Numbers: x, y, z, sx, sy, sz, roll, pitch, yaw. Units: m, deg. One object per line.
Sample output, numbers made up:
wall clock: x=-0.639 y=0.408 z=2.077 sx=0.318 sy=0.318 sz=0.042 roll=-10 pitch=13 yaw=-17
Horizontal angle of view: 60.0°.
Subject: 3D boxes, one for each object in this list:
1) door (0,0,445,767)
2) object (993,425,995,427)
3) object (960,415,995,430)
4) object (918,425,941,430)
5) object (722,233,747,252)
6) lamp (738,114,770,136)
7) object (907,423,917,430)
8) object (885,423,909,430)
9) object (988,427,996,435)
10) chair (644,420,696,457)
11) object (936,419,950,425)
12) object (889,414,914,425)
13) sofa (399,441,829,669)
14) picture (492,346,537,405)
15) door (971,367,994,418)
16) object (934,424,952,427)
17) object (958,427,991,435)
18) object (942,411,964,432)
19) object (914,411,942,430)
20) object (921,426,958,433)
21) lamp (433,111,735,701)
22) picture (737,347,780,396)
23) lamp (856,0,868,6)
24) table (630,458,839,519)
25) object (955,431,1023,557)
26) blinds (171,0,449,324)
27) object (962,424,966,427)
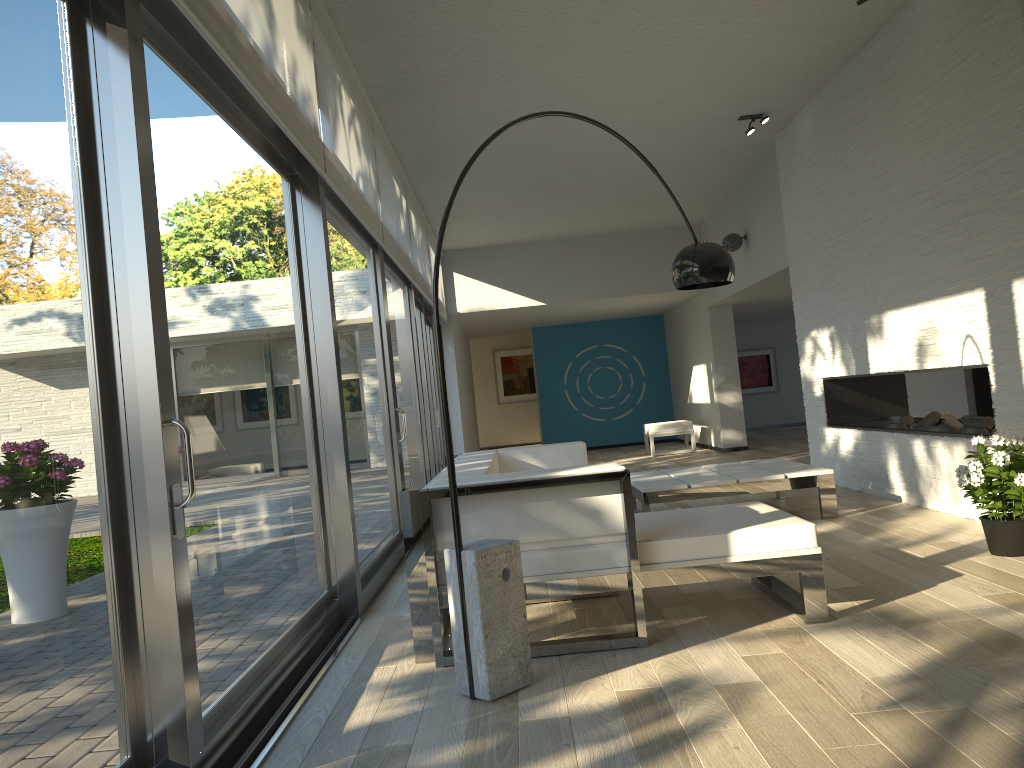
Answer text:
door: x=0.047 y=0.078 z=7.890 sx=19.440 sy=2.375 sz=22.939 roll=-6 pitch=-1 yaw=0
object: x=2.955 y=0.254 z=5.484 sx=0.064 sy=0.060 sz=0.229 roll=-6 pitch=-1 yaw=1
object: x=2.874 y=0.238 z=5.465 sx=0.093 sy=0.088 sz=0.260 roll=-6 pitch=-1 yaw=-1
object: x=2.846 y=0.319 z=6.030 sx=0.075 sy=0.074 sz=0.245 roll=-6 pitch=-1 yaw=-1
object: x=2.455 y=-1.550 z=9.689 sx=0.315 sy=0.203 sz=0.201 roll=-6 pitch=-2 yaw=0
lamp: x=1.969 y=-2.101 z=7.184 sx=0.234 sy=0.153 sz=0.135 roll=-6 pitch=-2 yaw=0
object: x=2.921 y=0.324 z=6.554 sx=0.076 sy=0.076 sz=0.236 roll=-6 pitch=-1 yaw=-1
object: x=2.848 y=0.331 z=6.567 sx=0.075 sy=0.074 sz=0.245 roll=-6 pitch=-1 yaw=-1
object: x=2.917 y=0.299 z=5.448 sx=0.076 sy=0.076 sz=0.236 roll=-6 pitch=-1 yaw=-1
chair: x=2.230 y=0.765 z=12.592 sx=0.611 sy=0.442 sz=0.610 roll=-6 pitch=-2 yaw=0
object: x=2.957 y=0.267 z=6.053 sx=0.064 sy=0.060 sz=0.229 roll=-6 pitch=-1 yaw=1
object: x=2.881 y=0.264 z=6.567 sx=0.082 sy=0.073 sz=0.237 roll=-6 pitch=-1 yaw=-1
sofa: x=0.381 y=0.664 z=4.420 sx=1.545 sy=0.655 sz=2.403 roll=-6 pitch=-1 yaw=0
picture: x=0.307 y=-0.204 z=19.087 sx=1.378 sy=1.191 sz=0.017 roll=-6 pitch=-2 yaw=0
door: x=5.152 y=-0.369 z=9.114 sx=0.920 sy=1.948 sz=0.108 roll=-6 pitch=-2 yaw=0
object: x=2.919 y=0.312 z=6.017 sx=0.076 sy=0.076 sz=0.236 roll=-6 pitch=-1 yaw=-1
object: x=2.844 y=0.307 z=5.461 sx=0.075 sy=0.074 sz=0.245 roll=-6 pitch=-1 yaw=-1
object: x=2.928 y=0.261 z=5.851 sx=0.064 sy=0.165 sz=0.225 roll=-6 pitch=-2 yaw=-1
object: x=2.878 y=0.270 z=6.132 sx=0.093 sy=0.170 sz=0.271 roll=-6 pitch=-1 yaw=-1
object: x=2.809 y=0.319 z=5.839 sx=0.075 sy=0.074 sz=0.245 roll=-5 pitch=-1 yaw=-21
lamp: x=0.408 y=-0.056 z=3.453 sx=0.282 sy=2.025 sz=1.754 roll=-8 pitch=-2 yaw=43
picture: x=4.412 y=-0.220 z=16.317 sx=0.958 sy=0.829 sz=0.017 roll=-6 pitch=-2 yaw=0
lamp: x=1.962 y=-2.152 z=4.864 sx=0.234 sy=0.153 sz=0.135 roll=-6 pitch=-2 yaw=0
table: x=1.450 y=0.770 z=6.233 sx=1.220 sy=0.305 sz=1.220 roll=-6 pitch=-1 yaw=0
object: x=2.311 y=0.510 z=4.152 sx=0.404 sy=0.571 sz=0.431 roll=-6 pitch=-2 yaw=22
blinds: x=-0.925 y=-1.413 z=6.098 sx=0.056 sy=0.984 sz=11.525 roll=-6 pitch=-1 yaw=0
object: x=2.998 y=0.304 z=6.027 sx=0.082 sy=0.073 sz=0.237 roll=-6 pitch=-1 yaw=-1
